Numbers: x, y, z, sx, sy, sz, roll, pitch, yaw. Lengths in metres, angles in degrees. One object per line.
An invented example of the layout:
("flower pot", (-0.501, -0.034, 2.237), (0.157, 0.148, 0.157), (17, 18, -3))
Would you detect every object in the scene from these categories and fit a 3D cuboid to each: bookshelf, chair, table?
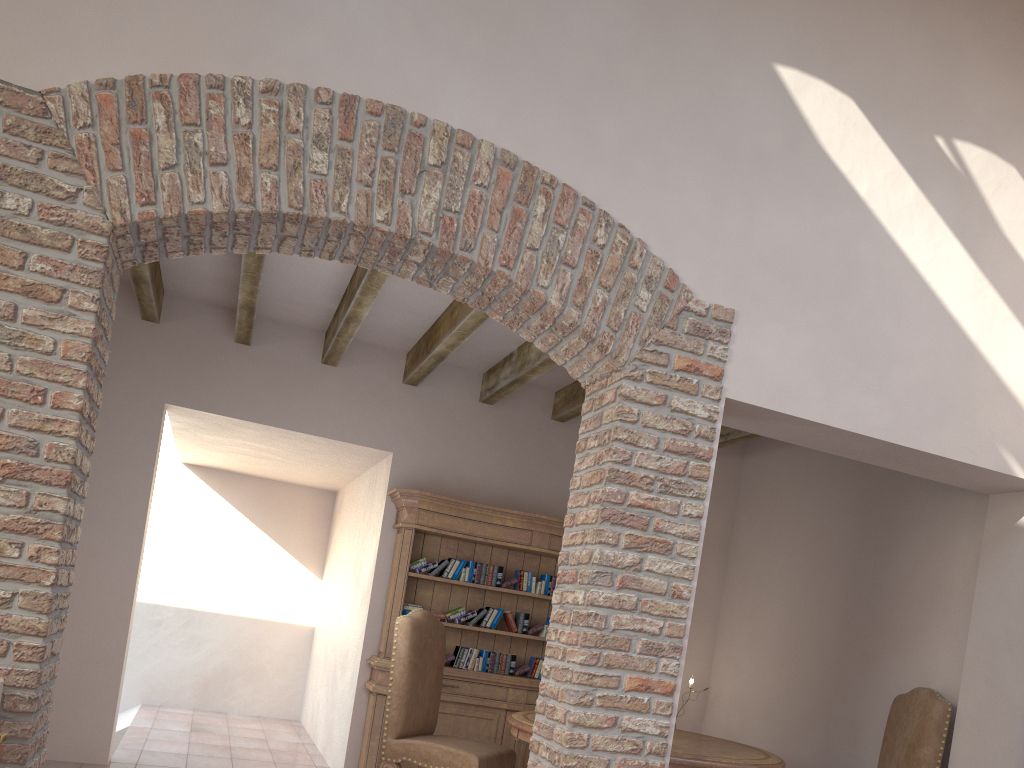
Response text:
("bookshelf", (0.014, 1.897, 6.215), (2.069, 1.968, 0.481), (12, -2, -20))
("chair", (-0.329, 1.876, 4.957), (0.625, 1.224, 0.568), (8, -3, 22))
("table", (0.673, 2.294, 4.982), (1.600, 0.728, 1.489), (20, -16, -41))
("chair", (1.815, 2.160, 4.771), (0.643, 1.224, 0.552), (9, -3, -3))

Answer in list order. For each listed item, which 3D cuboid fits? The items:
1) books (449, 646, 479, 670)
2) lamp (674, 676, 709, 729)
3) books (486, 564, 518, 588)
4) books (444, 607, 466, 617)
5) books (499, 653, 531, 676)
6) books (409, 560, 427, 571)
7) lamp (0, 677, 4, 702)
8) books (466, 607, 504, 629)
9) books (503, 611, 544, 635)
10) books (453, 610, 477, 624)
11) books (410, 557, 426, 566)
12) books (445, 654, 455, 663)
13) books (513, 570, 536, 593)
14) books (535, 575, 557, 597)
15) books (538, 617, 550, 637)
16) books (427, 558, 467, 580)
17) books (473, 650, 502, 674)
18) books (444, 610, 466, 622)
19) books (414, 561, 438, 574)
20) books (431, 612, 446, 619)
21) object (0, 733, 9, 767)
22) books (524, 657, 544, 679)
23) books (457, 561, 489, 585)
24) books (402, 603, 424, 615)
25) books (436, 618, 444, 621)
("books", (-0.321, 1.849, 6.114), (0.166, 0.147, 0.122), (12, -7, -18))
("lamp", (1.200, 2.604, 6.547), (0.333, 1.112, 0.241), (8, -1, 14))
("books", (-0.071, 1.321, 6.177), (0.230, 0.144, 0.122), (13, -7, -19))
("books", (-0.392, 1.528, 6.075), (0.134, 0.085, 0.120), (12, -11, -18))
("books", (0.017, 1.937, 6.239), (0.230, 0.144, 0.122), (13, -7, -19))
("books", (-0.640, 1.200, 5.968), (0.142, 0.098, 0.123), (12, -10, -18))
("lamp", (-1.685, 1.208, 2.493), (0.396, 0.835, 0.408), (10, -3, -18))
("books", (-0.183, 1.582, 6.150), (0.237, 0.146, 0.122), (13, -7, -19))
("books", (0.077, 1.651, 6.246), (0.297, 0.144, 0.122), (13, -8, -19))
("books", (-0.320, 1.567, 6.101), (0.145, 0.102, 0.123), (12, -10, -18))
("books", (-0.644, 1.176, 5.968), (0.134, 0.085, 0.120), (12, -11, -18))
("books", (-0.493, 1.807, 6.051), (0.230, 0.144, 0.122), (13, -7, -19))
("books", (0.091, 1.361, 6.237), (0.137, 0.144, 0.123), (11, -7, -18))
("books", (0.251, 1.403, 6.298), (0.186, 0.141, 0.135), (12, -8, -20))
("books", (0.295, 1.707, 6.329), (0.186, 0.141, 0.135), (12, -8, -20))
("books", (-0.435, 1.230, 6.043), (0.237, 0.146, 0.122), (13, -7, -19))
("books", (-0.173, 1.888, 6.171), (0.186, 0.141, 0.135), (12, -8, -20))
("books", (-0.389, 1.552, 6.075), (0.142, 0.098, 0.123), (12, -10, -18))
("books", (-0.571, 1.215, 5.994), (0.145, 0.102, 0.123), (12, -10, -18))
("books", (-0.525, 1.535, 6.026), (0.147, 0.030, 0.124), (14, -15, -18))
("object", (-0.905, 0.812, 1.422), (0.307, 0.587, 0.366), (10, -5, -23))
("books", (0.189, 1.979, 6.303), (0.166, 0.147, 0.122), (12, -7, -18))
("books", (-0.261, 1.272, 6.109), (0.186, 0.141, 0.135), (12, -8, -20))
("books", (-0.670, 1.490, 5.972), (0.157, 0.080, 0.123), (13, -11, -18))
("books", (-0.538, 1.557, 6.023), (0.147, 0.017, 0.124), (14, -15, -18))
